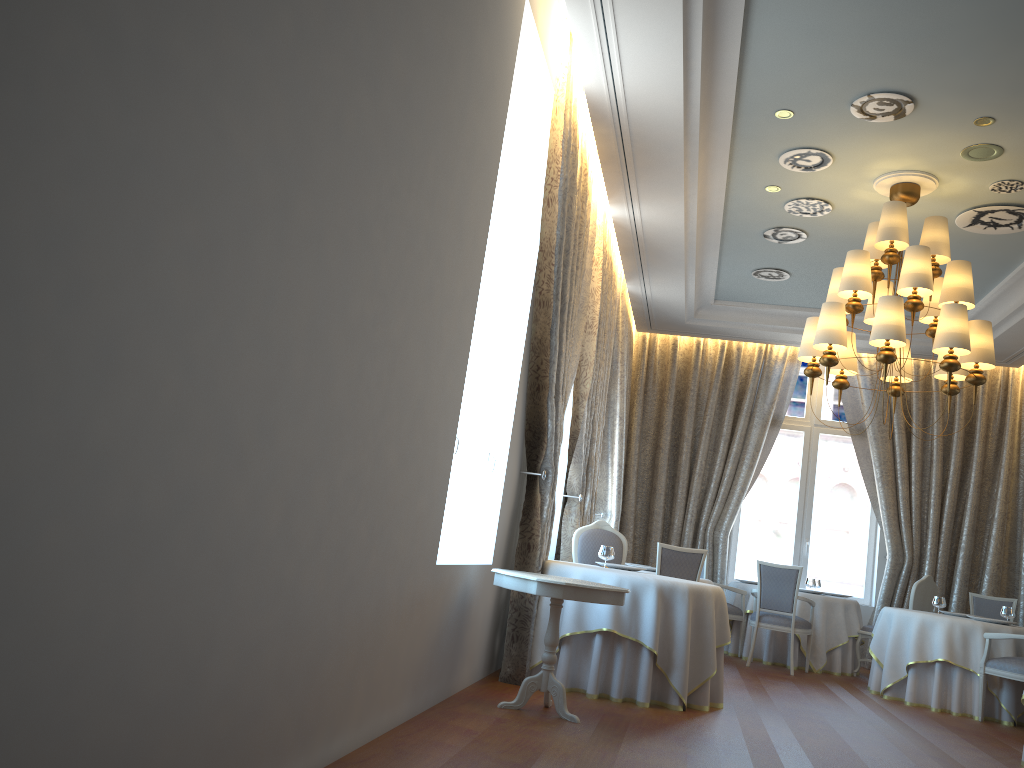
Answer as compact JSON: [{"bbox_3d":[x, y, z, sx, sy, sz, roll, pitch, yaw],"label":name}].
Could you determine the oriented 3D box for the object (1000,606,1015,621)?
[{"bbox_3d":[4.709,2.202,8.426,0.128,0.165,0.128,6,-10,12],"label":"object"}]

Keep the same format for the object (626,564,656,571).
[{"bbox_3d":[1.346,1.835,8.825,0.419,0.036,0.419,7,-10,11],"label":"object"}]

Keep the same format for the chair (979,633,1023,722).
[{"bbox_3d":[4.473,2.391,7.561,0.650,1.108,0.629,12,-10,-17],"label":"chair"}]

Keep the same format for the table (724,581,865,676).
[{"bbox_3d":[3.323,2.910,10.582,1.667,0.890,1.663,3,-11,31],"label":"table"}]

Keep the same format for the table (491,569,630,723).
[{"bbox_3d":[0.233,1.553,5.222,0.761,0.801,0.760,16,-12,-37],"label":"table"}]

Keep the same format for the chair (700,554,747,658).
[{"bbox_3d":[2.326,2.562,10.397,0.629,1.108,0.650,12,-11,-22],"label":"chair"}]

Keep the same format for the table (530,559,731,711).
[{"bbox_3d":[0.801,1.856,6.668,1.663,0.890,1.667,8,-10,1],"label":"table"}]

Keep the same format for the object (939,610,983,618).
[{"bbox_3d":[4.561,2.347,9.010,0.419,0.036,0.419,7,-10,11],"label":"object"}]

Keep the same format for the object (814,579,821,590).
[{"bbox_3d":[3.738,2.487,10.910,0.128,0.165,0.128,6,-10,12],"label":"object"}]

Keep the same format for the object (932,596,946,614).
[{"bbox_3d":[4.291,2.223,8.908,0.128,0.165,0.128,6,-10,12],"label":"object"}]

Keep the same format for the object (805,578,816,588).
[{"bbox_3d":[3.542,2.392,10.525,0.128,0.165,0.128,6,-10,12],"label":"object"}]

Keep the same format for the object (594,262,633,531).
[{"bbox_3d":[1.317,0.736,11.267,0.386,4.901,2.121,6,-10,12],"label":"object"}]

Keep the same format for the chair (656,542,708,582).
[{"bbox_3d":[1.384,2.033,8.152,0.650,1.108,0.629,11,-10,-12],"label":"chair"}]

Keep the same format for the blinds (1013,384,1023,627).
[{"bbox_3d":[6.020,1.009,9.168,0.238,4.819,4.439,6,-10,12],"label":"blinds"}]

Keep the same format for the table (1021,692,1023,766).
[{"bbox_3d":[4.124,2.149,5.496,1.663,0.890,1.667,8,-10,1],"label":"table"}]

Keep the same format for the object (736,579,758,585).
[{"bbox_3d":[2.884,2.376,10.625,0.419,0.036,0.419,7,-10,11],"label":"object"}]

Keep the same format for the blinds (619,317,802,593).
[{"bbox_3d":[2.535,1.009,12.063,2.535,4.901,0.386,6,-10,12],"label":"blinds"}]

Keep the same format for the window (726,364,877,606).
[{"bbox_3d":[4.057,1.216,12.150,1.881,3.306,0.196,6,-10,12],"label":"window"}]

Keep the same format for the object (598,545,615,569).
[{"bbox_3d":[0.732,1.342,6.886,0.128,0.165,0.128,9,-10,-5],"label":"object"}]

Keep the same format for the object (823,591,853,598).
[{"bbox_3d":[3.861,2.518,10.599,0.419,0.036,0.419,7,-10,11],"label":"object"}]

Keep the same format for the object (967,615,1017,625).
[{"bbox_3d":[4.444,2.191,8.213,0.419,0.036,0.419,7,-10,11],"label":"object"}]

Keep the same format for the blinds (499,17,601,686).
[{"bbox_3d":[0.366,-0.224,6.819,0.315,4.930,2.204,6,-10,12],"label":"blinds"}]

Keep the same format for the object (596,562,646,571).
[{"bbox_3d":[0.879,1.476,7.154,0.419,0.036,0.419,7,-10,11],"label":"object"}]

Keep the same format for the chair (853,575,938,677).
[{"bbox_3d":[4.312,2.722,9.942,0.563,1.233,0.690,16,-12,-37],"label":"chair"}]

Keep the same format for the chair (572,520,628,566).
[{"bbox_3d":[0.790,1.778,7.528,0.563,1.233,0.690,11,-10,-12],"label":"chair"}]

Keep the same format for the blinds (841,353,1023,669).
[{"bbox_3d":[5.327,1.319,11.450,2.476,4.901,0.386,6,-10,12],"label":"blinds"}]

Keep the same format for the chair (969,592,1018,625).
[{"bbox_3d":[5.151,2.841,9.575,0.650,1.108,0.629,2,-11,32],"label":"chair"}]

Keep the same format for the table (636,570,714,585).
[{"bbox_3d":[1.305,2.371,9.207,1.667,0.890,1.663,7,-10,6],"label":"table"}]

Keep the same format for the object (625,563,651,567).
[{"bbox_3d":[1.320,1.991,9.744,0.419,0.036,0.419,7,-10,11],"label":"object"}]

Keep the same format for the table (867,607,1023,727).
[{"bbox_3d":[4.333,2.705,8.528,1.663,0.890,1.667,4,-11,26],"label":"table"}]

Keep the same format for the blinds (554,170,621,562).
[{"bbox_3d":[0.852,0.258,9.181,0.335,4.969,2.257,6,-10,12],"label":"blinds"}]

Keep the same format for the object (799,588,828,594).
[{"bbox_3d":[3.421,2.385,10.214,0.419,0.036,0.419,7,-10,11],"label":"object"}]

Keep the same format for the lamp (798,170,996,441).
[{"bbox_3d":[3.127,-0.649,7.212,1.373,2.121,1.373,17,-13,-39],"label":"lamp"}]

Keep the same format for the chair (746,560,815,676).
[{"bbox_3d":[2.875,2.496,9.539,0.650,1.108,0.629,3,-11,27],"label":"chair"}]
